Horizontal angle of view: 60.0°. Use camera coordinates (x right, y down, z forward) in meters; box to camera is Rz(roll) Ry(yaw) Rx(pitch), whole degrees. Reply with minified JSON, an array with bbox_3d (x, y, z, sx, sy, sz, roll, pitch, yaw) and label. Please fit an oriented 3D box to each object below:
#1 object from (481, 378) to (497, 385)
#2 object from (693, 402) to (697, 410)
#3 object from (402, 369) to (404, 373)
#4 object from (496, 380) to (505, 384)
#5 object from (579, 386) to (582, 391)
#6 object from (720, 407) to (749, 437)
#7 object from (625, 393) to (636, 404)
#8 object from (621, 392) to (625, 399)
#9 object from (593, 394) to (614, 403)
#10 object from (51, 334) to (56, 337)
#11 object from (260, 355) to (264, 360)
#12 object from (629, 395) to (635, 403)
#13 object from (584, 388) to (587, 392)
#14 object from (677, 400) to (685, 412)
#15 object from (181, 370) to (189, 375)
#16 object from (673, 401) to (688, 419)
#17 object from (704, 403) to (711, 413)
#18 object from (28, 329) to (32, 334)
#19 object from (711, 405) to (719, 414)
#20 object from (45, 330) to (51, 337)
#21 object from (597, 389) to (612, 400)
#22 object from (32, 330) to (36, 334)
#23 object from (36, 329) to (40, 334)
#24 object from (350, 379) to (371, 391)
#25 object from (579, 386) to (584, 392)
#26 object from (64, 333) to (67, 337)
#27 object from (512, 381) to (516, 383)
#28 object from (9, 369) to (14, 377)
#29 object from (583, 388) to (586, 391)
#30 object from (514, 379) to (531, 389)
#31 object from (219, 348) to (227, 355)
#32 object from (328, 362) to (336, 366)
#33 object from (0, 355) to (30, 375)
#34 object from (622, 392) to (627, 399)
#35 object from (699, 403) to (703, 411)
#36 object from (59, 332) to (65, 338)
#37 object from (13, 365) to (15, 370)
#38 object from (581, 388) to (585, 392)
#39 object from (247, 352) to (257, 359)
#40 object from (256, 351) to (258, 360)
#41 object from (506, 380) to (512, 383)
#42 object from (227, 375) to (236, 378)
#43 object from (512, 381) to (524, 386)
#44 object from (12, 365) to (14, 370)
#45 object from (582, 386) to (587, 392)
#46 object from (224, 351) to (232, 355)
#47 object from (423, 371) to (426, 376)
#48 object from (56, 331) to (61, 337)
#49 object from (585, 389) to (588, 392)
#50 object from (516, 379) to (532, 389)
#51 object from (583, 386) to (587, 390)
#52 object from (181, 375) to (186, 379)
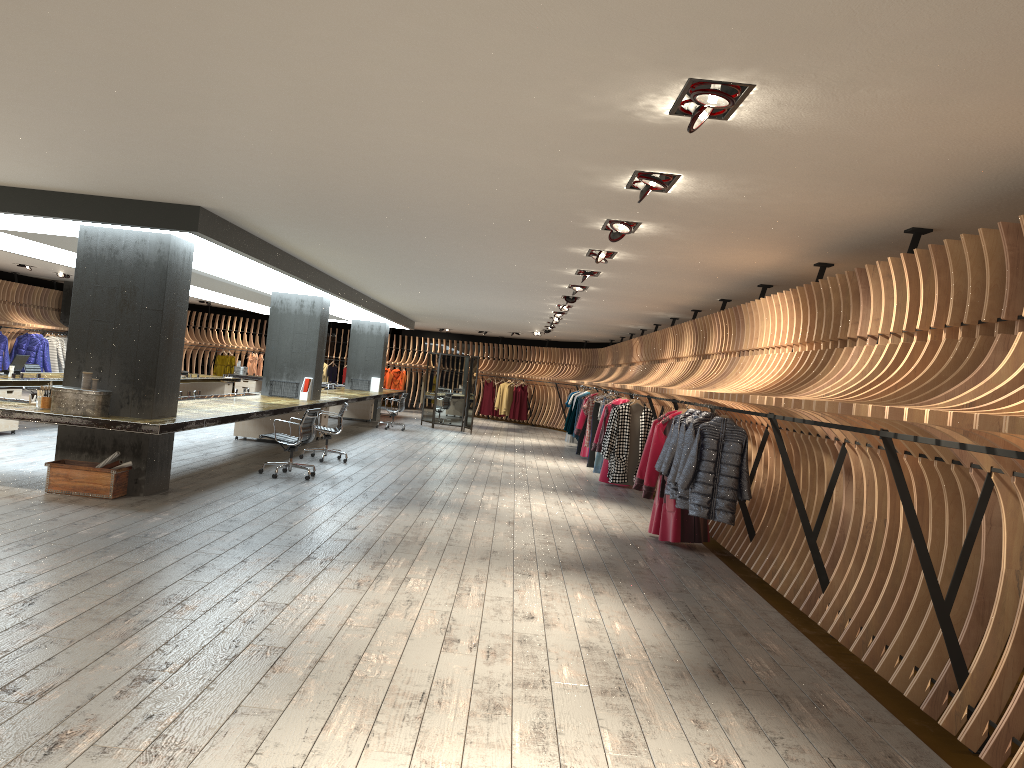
[{"bbox_3d":[-0.736,-0.139,28.618,0.525,0.270,0.012,6,0,0],"label":"object"},{"bbox_3d":[1.734,0.281,8.398,0.010,0.226,0.440,6,0,-40],"label":"object"},{"bbox_3d":[-3.658,-0.455,29.942,0.012,0.270,0.525,6,0,-20],"label":"object"},{"bbox_3d":[-0.291,-0.089,28.252,0.524,0.270,0.012,6,0,-35],"label":"object"},{"bbox_3d":[1.765,0.176,22.434,0.525,0.270,0.012,6,0,15],"label":"object"},{"bbox_3d":[1.731,0.296,7.222,0.440,0.226,0.010,6,0,40],"label":"object"},{"bbox_3d":[1.752,0.268,12.836,0.525,0.270,0.012,6,0,20],"label":"object"},{"bbox_3d":[1.759,0.260,13.897,0.525,0.270,0.012,6,0,20],"label":"object"},{"bbox_3d":[1.757,0.235,16.172,0.525,0.270,0.012,6,0,0],"label":"object"},{"bbox_3d":[-11.324,-1.154,21.913,0.518,0.313,0.012,6,0,0],"label":"object"},{"bbox_3d":[-8.226,-0.920,29.068,0.012,0.270,0.525,6,0,-35],"label":"object"},{"bbox_3d":[1.723,0.268,12.511,0.525,0.270,0.012,6,0,0],"label":"object"},{"bbox_3d":[1.770,0.193,21.050,0.525,0.270,0.012,6,0,0],"label":"object"},{"bbox_3d":[1.743,0.301,9.082,0.525,0.270,0.012,6,0,30],"label":"object"},{"bbox_3d":[-7.621,-0.264,20.386,0.261,0.111,0.373,6,0,0],"label":"object"},{"bbox_3d":[1.748,0.315,8.808,0.523,0.291,0.015,6,0,10],"label":"object"},{"bbox_3d":[1.748,0.294,7.866,0.439,0.242,0.016,6,0,25],"label":"object"},{"bbox_3d":[-11.371,-1.155,20.894,0.523,0.292,0.012,6,0,0],"label":"object"},{"bbox_3d":[1.746,0.301,7.588,0.438,0.244,0.010,6,0,0],"label":"object"},{"bbox_3d":[-11.325,-1.152,21.677,0.518,0.313,0.012,6,0,0],"label":"object"},{"bbox_3d":[1.749,0.233,16.385,0.525,0.270,0.012,6,0,40],"label":"object"},{"bbox_3d":[-11.336,-1.158,21.035,0.523,0.291,0.012,6,0,0],"label":"object"},{"bbox_3d":[-11.351,-1.170,21.214,0.525,0.270,0.012,6,0,0],"label":"object"},{"bbox_3d":[-3.844,0.028,22.471,0.459,0.289,0.329,6,0,3],"label":"object"},{"bbox_3d":[1.740,0.188,21.820,0.524,0.289,0.015,6,0,10],"label":"object"},{"bbox_3d":[-11.378,-1.185,22.554,0.525,0.270,0.012,6,0,0],"label":"object"},{"bbox_3d":[0.061,-0.053,27.864,0.012,0.270,0.524,6,0,40],"label":"object"},{"bbox_3d":[-7.311,-0.155,12.950,0.062,0.111,0.061,6,0,34],"label":"object"},{"bbox_3d":[1.766,0.184,21.407,0.525,0.270,0.012,6,0,-15],"label":"object"},{"bbox_3d":[0.329,-0.019,27.567,0.525,0.270,0.012,6,0,0],"label":"object"},{"bbox_3d":[-9.218,-1.012,28.329,0.525,0.270,0.012,6,0,30],"label":"object"},{"bbox_3d":[-6.046,-0.705,29.922,0.012,0.270,0.525,6,0,25],"label":"object"},{"bbox_3d":[-7.626,-0.302,13.485,0.365,0.316,0.373,6,0,0],"label":"object"},{"bbox_3d":[1.722,0.259,13.575,0.525,0.270,0.012,6,0,30],"label":"object"},{"bbox_3d":[1.735,0.284,8.162,0.440,0.226,0.010,6,0,-10],"label":"object"},{"bbox_3d":[-11.322,-1.158,22.354,0.518,0.313,0.012,6,0,0],"label":"object"},{"bbox_3d":[-7.287,-0.198,12.948,0.030,0.170,0.007,6,-1,-33],"label":"object"},{"bbox_3d":[1.768,0.185,21.713,0.525,0.270,0.012,6,0,5],"label":"object"},{"bbox_3d":[-8.470,-0.944,28.927,0.525,0.270,0.012,6,0,35],"label":"object"},{"bbox_3d":[-8.372,-0.934,28.994,0.012,0.270,0.525,6,0,-30],"label":"object"},{"bbox_3d":[-0.081,-0.070,28.034,0.525,0.270,0.012,6,0,0],"label":"object"},{"bbox_3d":[-6.983,-0.186,21.906,0.302,0.074,0.217,6,0,-5],"label":"object"},{"bbox_3d":[0.224,-0.031,27.688,0.525,0.270,0.012,6,0,-25],"label":"object"},{"bbox_3d":[-7.290,-0.198,12.939,0.030,0.170,0.007,6,0,-6],"label":"object"},{"bbox_3d":[1.749,0.195,21.235,0.524,0.284,0.014,6,0,10],"label":"object"},{"bbox_3d":[-9.087,-1.000,28.455,0.525,0.270,0.012,6,0,30],"label":"object"},{"bbox_3d":[-2.889,-0.371,29.747,0.012,0.270,0.525,6,0,15],"label":"object"},{"bbox_3d":[-11.323,-1.156,22.175,0.518,0.313,0.012,6,0,0],"label":"object"},{"bbox_3d":[1.767,0.195,20.840,0.525,0.270,0.012,6,0,5],"label":"object"},{"bbox_3d":[0.385,-0.012,27.483,0.525,0.270,0.012,6,0,-25],"label":"object"},{"bbox_3d":[1.790,0.194,21.626,0.523,0.291,0.013,6,0,-5],"label":"object"},{"bbox_3d":[-6.989,-0.156,18.528,0.302,0.071,0.209,6,0,-5],"label":"object"}]
